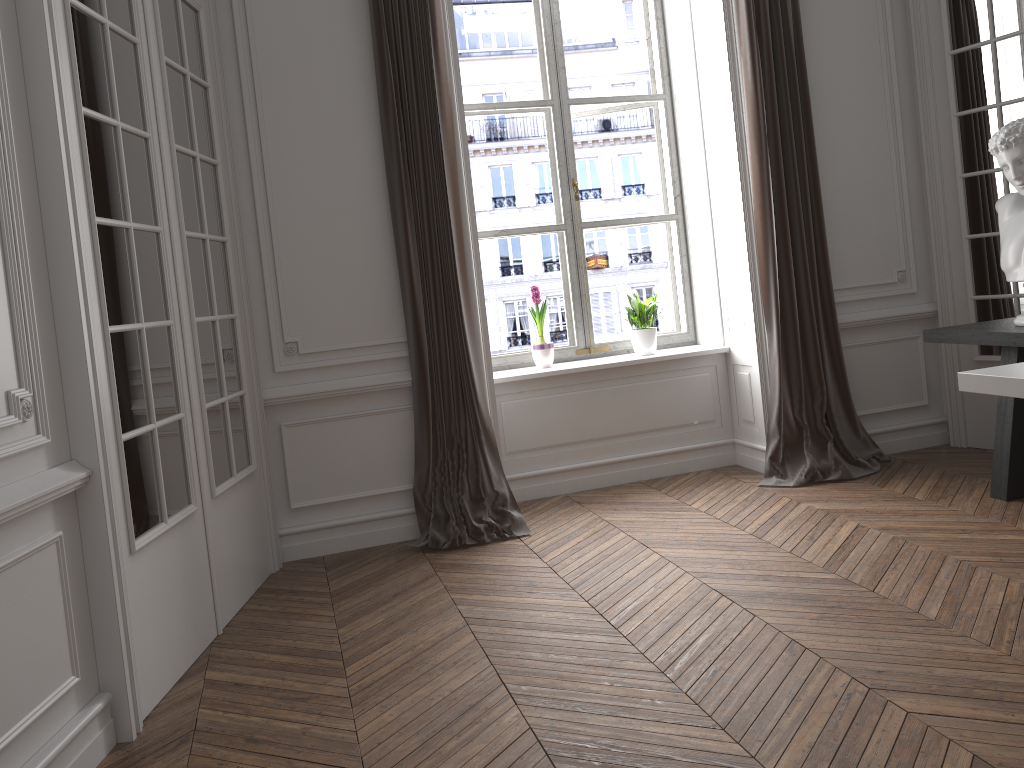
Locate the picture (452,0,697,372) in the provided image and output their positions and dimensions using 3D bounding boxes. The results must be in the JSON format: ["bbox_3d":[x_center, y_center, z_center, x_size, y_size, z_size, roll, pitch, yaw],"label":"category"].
[{"bbox_3d":[1.345,-1.348,1.651,13.251,4.791,13.248,-9,6,-22],"label":"picture"}]

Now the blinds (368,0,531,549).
[{"bbox_3d":[-0.376,-0.810,4.152,0.581,3.095,0.310,-6,2,-9],"label":"blinds"}]

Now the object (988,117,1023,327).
[{"bbox_3d":[2.368,-0.728,3.923,0.393,0.922,0.634,-7,3,-14],"label":"object"}]

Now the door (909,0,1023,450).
[{"bbox_3d":[2.776,-0.965,4.326,0.086,2.729,1.562,-7,3,-30],"label":"door"}]

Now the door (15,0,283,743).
[{"bbox_3d":[-1.254,-0.412,3.254,0.086,2.729,1.570,-6,3,1],"label":"door"}]

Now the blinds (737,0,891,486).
[{"bbox_3d":[1.491,-1.063,4.610,0.780,3.094,0.342,-7,2,-20],"label":"blinds"}]

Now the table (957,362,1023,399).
[{"bbox_3d":[2.215,0.379,1.656,0.902,0.746,2.628,-7,6,-14],"label":"table"}]

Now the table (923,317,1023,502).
[{"bbox_3d":[2.484,0.091,4.007,0.769,0.748,0.769,-7,4,-14],"label":"table"}]

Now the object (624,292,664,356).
[{"bbox_3d":[0.765,-0.355,5.140,0.216,0.368,0.284,-8,4,-36],"label":"object"}]

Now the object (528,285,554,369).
[{"bbox_3d":[0.161,-0.328,5.020,0.129,0.475,0.129,-5,2,36],"label":"object"}]
